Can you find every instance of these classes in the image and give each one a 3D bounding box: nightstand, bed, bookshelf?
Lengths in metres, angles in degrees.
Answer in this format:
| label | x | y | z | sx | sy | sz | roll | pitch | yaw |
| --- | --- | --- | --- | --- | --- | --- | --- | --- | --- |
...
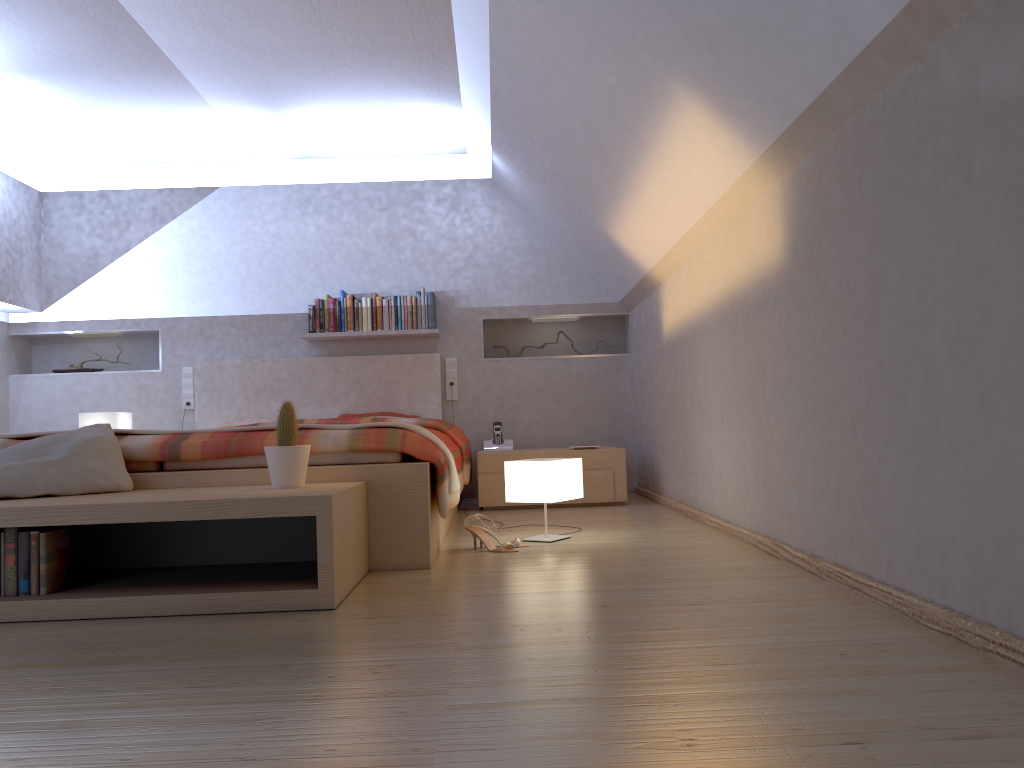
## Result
| label | x | y | z | sx | sy | sz | roll | pitch | yaw |
| --- | --- | --- | --- | --- | --- | --- | --- | --- | --- |
| nightstand | 0.226 | 0.574 | 5.529 | 0.859 | 0.329 | 0.847 | -2 | -3 | -1 |
| bed | -1.274 | 0.244 | 4.519 | 2.087 | 0.994 | 3.009 | -2 | -3 | -1 |
| bookshelf | -0.945 | -0.330 | 5.967 | 0.916 | 0.028 | 0.223 | -2 | -3 | -1 |
| bookshelf | -1.231 | 0.492 | 2.678 | 1.495 | 0.303 | 0.643 | -2 | -3 | -1 |

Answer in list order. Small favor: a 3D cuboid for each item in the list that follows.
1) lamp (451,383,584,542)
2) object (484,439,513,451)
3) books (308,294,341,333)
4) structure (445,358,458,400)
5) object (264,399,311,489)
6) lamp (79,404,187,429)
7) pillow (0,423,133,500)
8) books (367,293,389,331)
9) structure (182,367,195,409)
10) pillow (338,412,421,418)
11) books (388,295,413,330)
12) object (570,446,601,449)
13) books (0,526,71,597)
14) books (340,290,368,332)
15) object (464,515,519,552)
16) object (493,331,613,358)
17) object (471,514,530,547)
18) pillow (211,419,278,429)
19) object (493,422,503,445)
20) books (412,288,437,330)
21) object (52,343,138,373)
| label | x | y | z | sx | sy | sz | roll | pitch | yaw |
| --- | --- | --- | --- | --- | --- | --- | --- | --- | --- |
| lamp | -0.045 | 0.314 | 4.800 | 0.396 | 0.788 | 2.551 | -2 | -3 | -11 |
| object | -0.090 | 0.398 | 5.842 | 0.192 | 0.087 | 0.153 | -2 | -3 | -1 |
| books | -1.245 | -0.464 | 5.965 | 0.209 | 0.260 | 0.215 | -2 | -3 | -1 |
| structure | -0.414 | -0.034 | 6.070 | 0.077 | 0.286 | 0.034 | -2 | -3 | -1 |
| object | -0.710 | 0.189 | 2.805 | 0.144 | 0.294 | 0.144 | -3 | -3 | 24 |
| lamp | -2.482 | 0.388 | 5.760 | 0.318 | 0.515 | 0.684 | -4 | -3 | 27 |
| pillow | -1.563 | 0.253 | 2.935 | 0.498 | 0.241 | 0.470 | 0 | -4 | -36 |
| books | -0.892 | -0.476 | 5.975 | 0.140 | 0.260 | 0.209 | -2 | -3 | -1 |
| structure | -2.200 | 0.028 | 6.034 | 0.077 | 0.286 | 0.034 | -2 | -3 | -1 |
| pillow | -0.875 | 0.268 | 5.703 | 0.566 | 0.188 | 0.497 | -2 | -3 | -1 |
| books | -0.743 | -0.467 | 5.982 | 0.159 | 0.231 | 0.200 | -2 | -3 | -1 |
| object | 0.435 | 0.381 | 5.301 | 0.179 | 0.015 | 0.177 | -2 | -3 | -1 |
| books | -1.608 | 0.498 | 2.492 | 0.652 | 0.193 | 0.157 | -2 | -3 | -1 |
| books | -1.052 | -0.481 | 5.977 | 0.178 | 0.281 | 0.200 | -2 | -3 | -1 |
| object | -0.080 | 0.575 | 3.420 | 0.235 | 0.132 | 0.079 | -4 | -3 | 30 |
| object | 0.318 | -0.279 | 6.245 | 0.905 | 0.193 | 0.085 | -2 | -3 | -1 |
| object | -0.049 | 0.578 | 3.518 | 0.235 | 0.132 | 0.079 | -2 | -3 | 5 |
| pillow | -1.733 | 0.314 | 5.733 | 0.572 | 0.180 | 0.492 | -2 | -3 | -1 |
| object | -0.093 | 0.333 | 5.865 | 0.060 | 0.169 | 0.079 | -2 | -3 | -1 |
| books | -0.592 | -0.497 | 5.986 | 0.145 | 0.281 | 0.200 | -2 | -3 | -1 |
| object | -2.907 | -0.194 | 6.186 | 0.589 | 0.242 | 0.183 | -2 | -3 | -3 |
